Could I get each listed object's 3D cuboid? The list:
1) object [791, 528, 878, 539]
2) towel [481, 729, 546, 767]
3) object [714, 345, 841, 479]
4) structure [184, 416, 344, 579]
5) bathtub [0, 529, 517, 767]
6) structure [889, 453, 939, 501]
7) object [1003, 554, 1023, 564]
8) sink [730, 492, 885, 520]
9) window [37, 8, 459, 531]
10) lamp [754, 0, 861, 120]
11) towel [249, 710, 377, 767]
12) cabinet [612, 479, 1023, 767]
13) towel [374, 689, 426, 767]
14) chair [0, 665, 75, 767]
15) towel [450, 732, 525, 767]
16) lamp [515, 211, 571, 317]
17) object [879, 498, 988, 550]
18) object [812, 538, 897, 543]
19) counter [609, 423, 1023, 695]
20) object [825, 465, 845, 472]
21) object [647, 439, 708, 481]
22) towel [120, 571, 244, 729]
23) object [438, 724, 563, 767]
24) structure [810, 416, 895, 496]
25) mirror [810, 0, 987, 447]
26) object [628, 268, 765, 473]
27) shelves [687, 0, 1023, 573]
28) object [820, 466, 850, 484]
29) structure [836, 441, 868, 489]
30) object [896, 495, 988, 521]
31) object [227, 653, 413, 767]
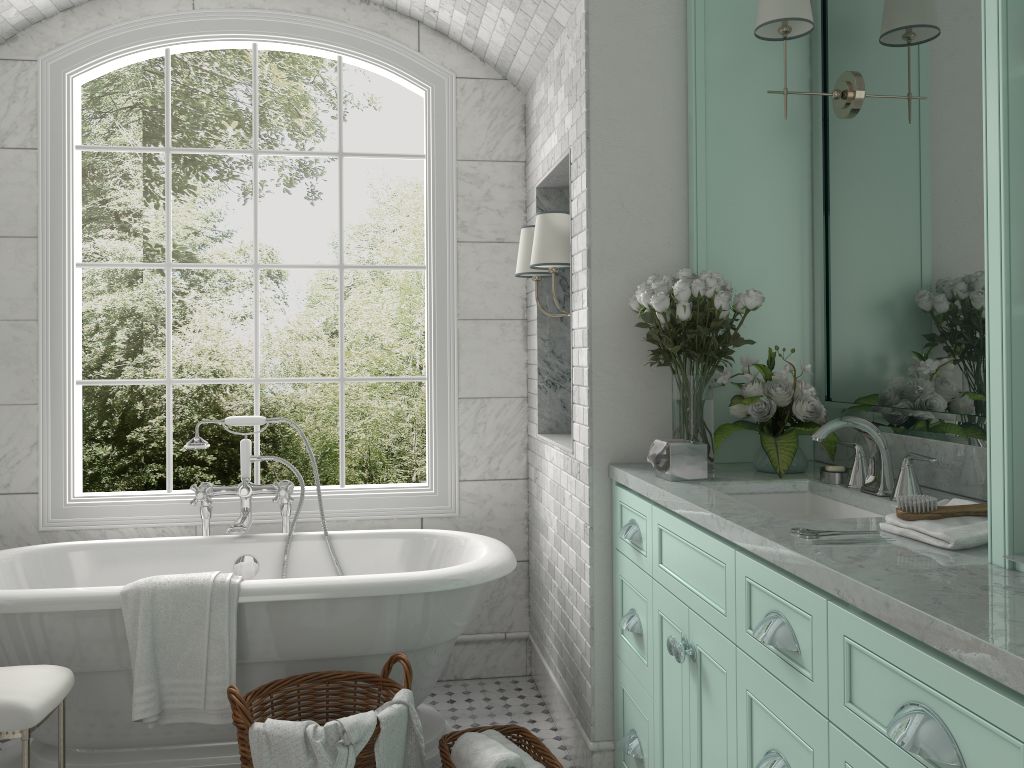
[{"bbox_3d":[0.660,0.304,1.833,0.175,0.007,0.075,-1,2,-17],"label":"object"},{"bbox_3d":[0.000,1.219,2.790,0.164,0.186,0.313,-1,1,-39],"label":"towel"},{"bbox_3d":[0.843,0.080,2.790,0.394,0.402,0.452,-1,1,-7],"label":"object"},{"bbox_3d":[-1.015,0.784,3.723,0.779,1.286,0.340,0,0,2],"label":"structure"},{"bbox_3d":[-1.055,1.031,3.349,2.165,0.758,0.941,-1,1,-9],"label":"bathtub"},{"bbox_3d":[1.009,0.232,2.195,0.083,0.121,0.157,-1,1,-25],"label":"structure"},{"bbox_3d":[1.066,0.297,1.360,0.438,0.008,0.350,-1,2,-9],"label":"object"},{"bbox_3d":[0.755,0.362,2.298,0.346,0.079,0.602,-1,2,-9],"label":"sink"},{"bbox_3d":[-1.169,-0.536,4.053,1.831,2.324,0.118,0,0,-9],"label":"window"},{"bbox_3d":[0.925,-1.082,2.819,0.309,0.488,0.183,0,0,-10],"label":"lamp"},{"bbox_3d":[-0.556,1.142,2.568,0.399,0.438,0.484,-1,1,-8],"label":"towel"},{"bbox_3d":[0.929,0.900,1.661,0.863,1.098,2.798,0,2,-9],"label":"cabinet"},{"bbox_3d":[-0.517,1.162,2.634,0.460,0.469,0.382,0,1,30],"label":"towel"},{"bbox_3d":[-1.474,1.140,2.510,0.371,0.603,0.366,0,0,-9],"label":"chair"},{"bbox_3d":[-0.075,1.177,2.670,0.149,0.211,0.321,-1,1,-26],"label":"towel"},{"bbox_3d":[0.193,-0.466,3.571,0.308,0.383,0.548,-1,1,-9],"label":"lamp"},{"bbox_3d":[0.899,0.285,1.818,0.239,0.056,0.317,-1,2,-12],"label":"object"},{"bbox_3d":[0.668,0.307,1.735,0.167,0.005,0.020,-1,2,-4],"label":"object"},{"bbox_3d":[0.944,0.265,1.671,0.824,0.181,2.808,-1,2,-9],"label":"counter"},{"bbox_3d":[0.928,0.243,2.546,0.051,0.022,0.077,0,2,12],"label":"object"},{"bbox_3d":[0.490,0.225,2.661,0.147,0.113,0.136,-1,1,-13],"label":"object"},{"bbox_3d":[-1.084,0.861,2.948,0.374,0.463,0.453,0,1,-7],"label":"towel"},{"bbox_3d":[-0.028,1.293,2.742,0.345,0.261,0.550,-1,1,-18],"label":"object"},{"bbox_3d":[0.899,0.187,2.312,0.234,0.205,0.103,-1,0,-19],"label":"structure"},{"bbox_3d":[1.145,-0.816,2.347,0.015,1.934,1.436,0,0,-9],"label":"mirror"},{"bbox_3d":[0.576,-0.043,2.817,0.391,0.654,0.356,0,0,3],"label":"object"},{"bbox_3d":[1.047,-0.752,1.691,0.465,2.124,2.809,0,1,-9],"label":"shelves"},{"bbox_3d":[0.934,0.264,2.564,0.080,0.035,0.134,0,2,9],"label":"object"},{"bbox_3d":[0.945,0.223,2.478,0.083,0.121,0.157,-1,1,-25],"label":"structure"},{"bbox_3d":[0.913,0.255,1.835,0.228,0.044,0.068,0,1,0],"label":"object"},{"bbox_3d":[-0.569,1.145,2.661,0.518,0.570,0.519,0,1,23],"label":"object"}]
